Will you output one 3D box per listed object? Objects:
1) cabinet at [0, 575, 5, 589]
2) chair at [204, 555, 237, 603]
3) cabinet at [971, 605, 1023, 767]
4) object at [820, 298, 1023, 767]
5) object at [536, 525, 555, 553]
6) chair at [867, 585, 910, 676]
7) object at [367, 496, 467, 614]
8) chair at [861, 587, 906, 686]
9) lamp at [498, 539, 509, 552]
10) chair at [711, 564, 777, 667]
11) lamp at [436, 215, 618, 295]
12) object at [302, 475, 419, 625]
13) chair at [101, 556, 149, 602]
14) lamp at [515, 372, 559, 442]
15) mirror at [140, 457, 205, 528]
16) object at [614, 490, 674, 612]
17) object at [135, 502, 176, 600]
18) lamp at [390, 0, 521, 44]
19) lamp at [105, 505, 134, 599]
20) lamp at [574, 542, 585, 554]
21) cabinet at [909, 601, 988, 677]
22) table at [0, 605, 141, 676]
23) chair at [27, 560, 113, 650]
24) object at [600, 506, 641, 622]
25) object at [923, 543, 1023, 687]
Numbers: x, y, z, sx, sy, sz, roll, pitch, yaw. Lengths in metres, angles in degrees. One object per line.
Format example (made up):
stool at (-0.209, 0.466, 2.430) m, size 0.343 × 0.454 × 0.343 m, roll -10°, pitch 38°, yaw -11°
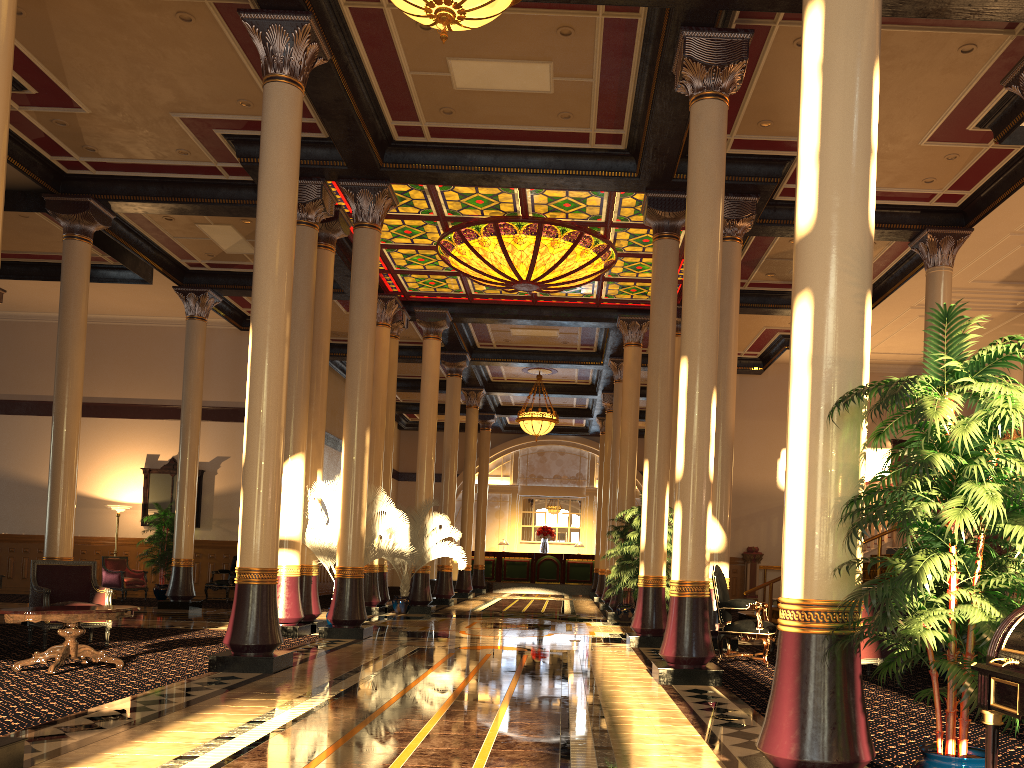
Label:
cabinet at (-5.646, 2.098, 8.707) m, size 0.533 × 1.116 × 0.945 m, roll 2°, pitch -6°, yaw 3°
chair at (-6.108, 4.151, 18.714) m, size 0.715 × 1.093 × 0.775 m, roll 0°, pitch -5°, yaw 26°
cabinet at (1.737, 1.017, 2.405) m, size 0.533 × 1.116 × 0.945 m, roll 2°, pitch -6°, yaw 3°
object at (1.821, 0.748, 3.526) m, size 1.127 × 2.140 × 0.997 m, roll 5°, pitch -5°, yaw -40°
object at (4.990, 1.092, 16.866) m, size 0.685 × 4.251 × 29.633 m, roll 2°, pitch -11°, yaw -15°
chair at (3.743, 2.589, 9.203) m, size 0.668 × 0.915 × 0.665 m, roll 5°, pitch -6°, yaw -28°
object at (-1.749, 3.237, 16.491) m, size 1.813 × 2.260 × 2.109 m, roll 1°, pitch -6°, yaw 5°
chair at (3.232, 2.362, 8.171) m, size 0.710 × 0.915 × 0.626 m, roll 5°, pitch -6°, yaw -29°
lamp at (-0.284, 5.673, 30.503) m, size 0.443 × 0.441 × 0.408 m, roll 8°, pitch -9°, yaw -43°
chair at (2.617, 2.586, 9.789) m, size 0.728 × 1.093 × 0.762 m, roll 1°, pitch -5°, yaw 16°
lamp at (0.245, -1.886, 14.315) m, size 2.998 × 0.598 × 3.042 m, roll 2°, pitch -11°, yaw -1°
object at (-2.358, 2.366, 12.291) m, size 2.086 × 2.246 × 1.804 m, roll 3°, pitch -6°, yaw -11°
chair at (-8.051, 4.055, 18.093) m, size 0.626 × 0.915 × 0.710 m, roll 0°, pitch -6°, yaw 22°
lamp at (0.697, 0.621, 23.340) m, size 1.197 × 1.896 × 1.193 m, roll 2°, pitch -5°, yaw -4°
mirror at (-7.599, 2.415, 19.413) m, size 1.385 × 1.547 × 0.200 m, roll 2°, pitch -2°, yaw -1°
object at (1.949, 2.516, 12.135) m, size 1.127 × 2.140 × 0.997 m, roll 5°, pitch -5°, yaw -40°
object at (-7.481, 3.586, 18.726) m, size 1.127 × 2.140 × 0.997 m, roll 5°, pitch -5°, yaw -40°
lamp at (-0.383, -3.073, 5.465) m, size 1.197 × 1.896 × 1.193 m, roll 2°, pitch -5°, yaw -4°
lamp at (-8.526, 3.622, 18.714) m, size 0.606 × 2.002 × 0.558 m, roll 4°, pitch -3°, yaw -38°
lamp at (2.358, 5.762, 30.548) m, size 0.443 × 0.441 × 0.408 m, roll 8°, pitch -9°, yaw -43°
cabinet at (4.661, 2.707, 9.515) m, size 0.548 × 0.858 × 1.277 m, roll 2°, pitch -8°, yaw 3°
table at (-3.828, 2.215, 7.549) m, size 0.677 × 0.530 × 1.279 m, roll -2°, pitch -11°, yaw 28°
chair at (-4.729, 2.358, 9.317) m, size 0.716 × 0.915 × 0.620 m, roll 7°, pitch -7°, yaw -43°
object at (2.169, 3.371, 16.258) m, size 1.052 × 2.140 × 1.071 m, roll 3°, pitch -4°, yaw -10°
object at (4.227, 2.131, 8.156) m, size 1.095 × 1.429 × 1.034 m, roll -1°, pitch -6°, yaw 30°
